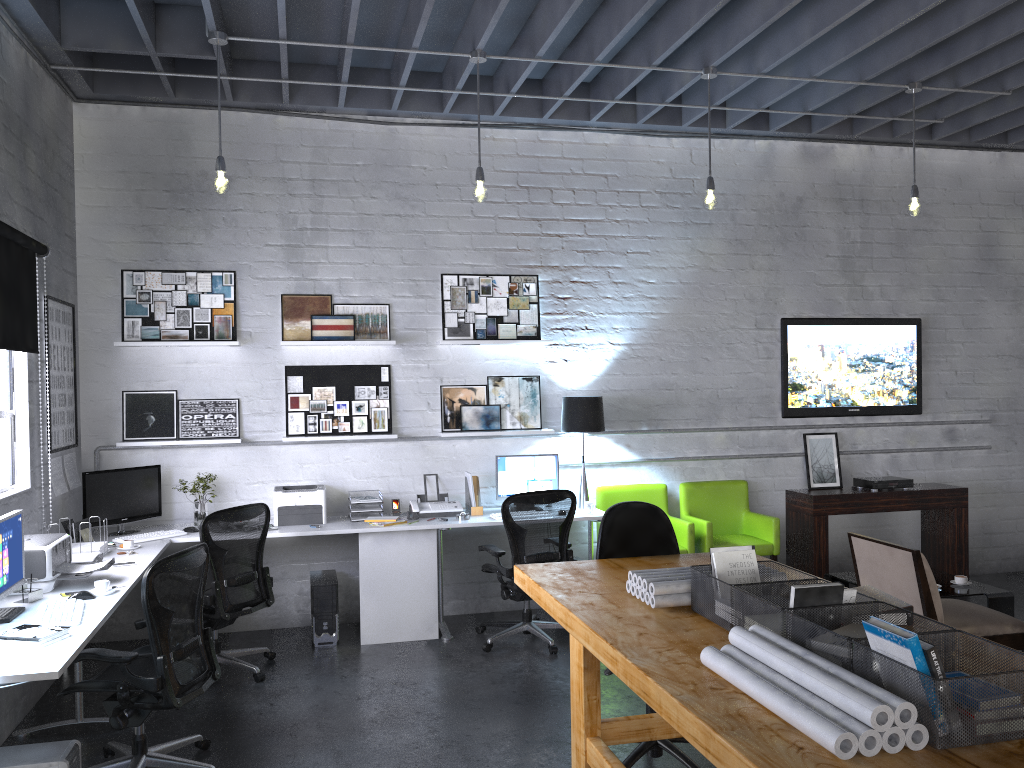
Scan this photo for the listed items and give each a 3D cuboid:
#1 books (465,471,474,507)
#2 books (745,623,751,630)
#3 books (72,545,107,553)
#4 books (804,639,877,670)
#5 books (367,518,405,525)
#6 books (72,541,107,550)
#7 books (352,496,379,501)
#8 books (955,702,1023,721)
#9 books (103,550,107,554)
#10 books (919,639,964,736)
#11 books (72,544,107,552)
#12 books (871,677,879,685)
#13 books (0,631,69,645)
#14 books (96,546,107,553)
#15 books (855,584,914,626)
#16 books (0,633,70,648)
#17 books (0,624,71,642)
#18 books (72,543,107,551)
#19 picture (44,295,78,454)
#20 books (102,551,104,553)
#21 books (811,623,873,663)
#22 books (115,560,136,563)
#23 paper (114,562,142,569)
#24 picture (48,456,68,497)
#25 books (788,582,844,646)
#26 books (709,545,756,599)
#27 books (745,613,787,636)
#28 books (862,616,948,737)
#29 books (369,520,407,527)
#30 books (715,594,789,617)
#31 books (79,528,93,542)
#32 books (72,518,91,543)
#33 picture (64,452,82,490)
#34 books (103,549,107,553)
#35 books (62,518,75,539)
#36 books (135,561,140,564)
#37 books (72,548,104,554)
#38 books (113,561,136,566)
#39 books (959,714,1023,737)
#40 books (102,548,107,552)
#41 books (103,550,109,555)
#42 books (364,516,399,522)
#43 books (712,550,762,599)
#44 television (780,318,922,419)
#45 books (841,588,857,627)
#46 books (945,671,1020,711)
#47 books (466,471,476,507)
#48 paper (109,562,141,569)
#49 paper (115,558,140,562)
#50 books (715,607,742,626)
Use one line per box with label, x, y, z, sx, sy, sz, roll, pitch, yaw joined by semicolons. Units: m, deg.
books;-0.304;0.789;6.429;0.036;0.296;0.210;-1;1;-13
books;0.861;0.748;2.698;0.248;0.021;0.176;-1;0;-14
books;-2.465;0.933;5.006;0.297;0.006;0.210;-1;0;-13
books;0.947;0.714;2.368;0.250;0.022;0.205;-1;0;-8
books;-0.852;0.926;5.996;0.211;0.014;0.148;-1;0;-39
books;-2.466;0.917;5.011;0.297;0.006;0.210;-1;0;-13
books;-1.042;0.812;6.286;0.134;0.008;0.203;-1;0;-30
books;1.071;0.737;2.079;0.141;0.021;0.203;-1;0;-12
books;-2.467;0.964;5.008;0.297;0.006;0.210;-1;0;-14
books;0.932;0.674;2.018;0.097;0.209;0.157;-1;1;-14
books;-2.464;0.927;5.007;0.297;0.006;0.210;-1;0;-11
books;0.947;0.763;2.367;0.250;0.031;0.185;-1;0;-16
books;-1.812;0.947;3.331;0.209;0.012;0.158;-1;0;10
books;-2.466;0.943;5.011;0.297;0.006;0.210;-1;0;-13
books;1.155;0.743;2.977;0.244;0.067;0.298;-1;0;-4
books;-1.808;0.959;3.329;0.213;0.012;0.158;-1;0;12
books;-1.809;0.936;3.336;0.212;0.010;0.170;-1;0;13
books;-2.465;0.922;5.006;0.297;0.006;0.210;-1;0;-14
picture;-2.804;-0.056;5.524;0.020;0.935;0.658;-1;1;-13
books;-2.465;0.953;5.007;0.297;0.006;0.210;-1;0;-15
books;0.938;0.690;2.362;0.232;0.027;0.185;-1;0;-41
books;-2.105;0.966;4.812;0.112;0.002;0.065;-1;0;-36
paper;-2.059;0.967;4.722;0.159;0.001;0.115;-1;0;-26
picture;-2.747;0.557;5.374;0.036;0.221;0.289;-1;0;-13
books;0.861;0.673;2.527;0.158;0.214;0.063;-1;1;-13
books;0.778;0.675;3.093;0.171;0.210;0.046;-1;1;-13
books;0.861;0.728;2.697;0.248;0.021;0.176;-1;0;-14
books;0.896;0.662;2.024;0.108;0.234;0.166;-1;1;-13
books;-0.838;0.940;6.012;0.148;0.014;0.211;-1;0;41
books;0.815;0.731;2.916;0.233;0.022;0.184;-1;0;-15
books;-2.553;0.909;5.319;0.037;0.076;0.102;-1;0;1
books;-2.575;0.878;5.310;0.017;0.121;0.184;-1;0;1
picture;-2.828;0.558;5.712;0.036;0.221;0.289;-1;0;-13
books;-2.467;0.959;5.008;0.297;0.006;0.210;-1;0;-14
books;-2.647;0.871;5.326;0.052;0.109;0.133;-1;0;1
books;-2.066;0.965;4.758;0.112;0.002;0.065;-1;0;-36
books;-2.468;0.938;5.006;0.297;0.006;0.210;-1;0;-14
books;-2.074;0.960;4.737;0.112;0.001;0.066;-1;0;-27
books;1.068;0.762;2.077;0.155;0.029;0.226;-1;0;-13
books;-2.466;0.948;5.011;0.297;0.006;0.210;-1;0;-13
books;-2.459;0.969;5.010;0.297;0.006;0.210;-1;0;-12
books;-0.877;0.913;5.987;0.211;0.014;0.148;-1;0;1
books;0.783;0.681;3.062;0.158;0.200;0.082;-1;1;-14
television;2.821;-0.138;7.336;1.324;0.816;0.021;-1;1;-14
books;0.921;0.686;2.573;0.143;0.188;0.061;-1;1;-13
books;1.067;0.716;2.072;0.127;0.022;0.181;-1;0;-18
books;-0.297;0.788;6.435;0.043;0.296;0.210;-1;1;-13
paper;-2.065;0.967;4.727;0.159;0.001;0.115;-1;0;-25
paper;-2.121;0.968;4.841;0.159;0.001;0.115;-1;0;-30
books;0.821;0.758;2.924;0.249;0.031;0.184;-1;0;-11
